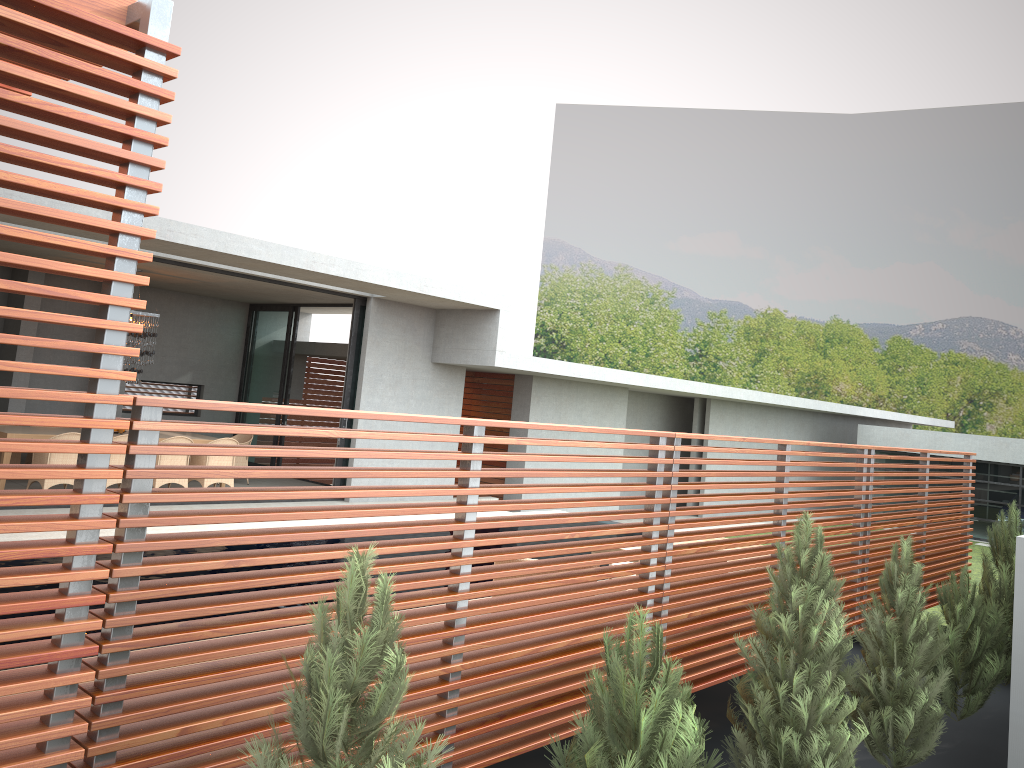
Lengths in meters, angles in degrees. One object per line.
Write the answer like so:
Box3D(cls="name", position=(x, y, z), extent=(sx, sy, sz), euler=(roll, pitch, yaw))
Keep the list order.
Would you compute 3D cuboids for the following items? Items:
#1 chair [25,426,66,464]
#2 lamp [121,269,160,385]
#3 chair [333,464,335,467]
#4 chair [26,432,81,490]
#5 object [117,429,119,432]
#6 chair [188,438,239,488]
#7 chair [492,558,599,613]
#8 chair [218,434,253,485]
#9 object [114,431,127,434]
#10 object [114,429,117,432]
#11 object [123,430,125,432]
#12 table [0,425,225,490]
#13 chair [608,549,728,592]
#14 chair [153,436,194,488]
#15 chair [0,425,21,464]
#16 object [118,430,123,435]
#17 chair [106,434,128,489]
Box3D(cls="chair", position=(-7.090, 0.959, 13.572), extent=(0.630, 0.870, 0.612), euler=(2, -5, 42))
Box3D(cls="lamp", position=(-5.837, -0.875, 13.493), extent=(0.618, 1.769, 0.614), euler=(1, -7, 42))
Box3D(cls="chair", position=(-3.443, 1.984, 18.404), extent=(0.617, 0.870, 0.626), euler=(6, -4, -3))
Box3D(cls="chair", position=(-5.931, 1.037, 11.581), extent=(0.630, 0.870, 0.612), euler=(2, -5, 42))
Box3D(cls="object", position=(-5.842, 0.687, 13.182), extent=(0.087, 0.088, 0.086), euler=(3, -4, 32))
Box3D(cls="chair", position=(-4.467, 1.205, 13.219), extent=(0.630, 0.870, 0.612), euler=(2, -5, 42))
Box3D(cls="chair", position=(0.224, 1.598, 6.954), extent=(0.700, 0.832, 2.281), euler=(5, -2, 2))
Box3D(cls="chair", position=(-4.685, 1.209, 14.677), extent=(0.618, 0.870, 0.625), euler=(2, -5, 42))
Box3D(cls="object", position=(-5.926, 0.718, 13.212), extent=(0.310, 0.034, 0.308), euler=(5, -1, 10))
Box3D(cls="object", position=(-5.905, 0.684, 13.127), extent=(0.081, 0.082, 0.080), euler=(7, -4, -19))
Box3D(cls="object", position=(-5.862, 0.684, 13.272), extent=(0.094, 0.095, 0.093), euler=(4, -4, 31))
Box3D(cls="table", position=(-6.018, 1.107, 13.115), extent=(1.281, 0.762, 3.234), euler=(4, -2, 42))
Box3D(cls="chair", position=(1.370, 1.728, 8.163), extent=(0.700, 0.832, 2.282), euler=(5, -2, 1))
Box3D(cls="chair", position=(-4.955, 1.149, 12.673), extent=(0.630, 0.870, 0.612), euler=(2, -5, 42))
Box3D(cls="chair", position=(-7.578, 0.902, 13.026), extent=(0.630, 0.870, 0.612), euler=(2, -5, 42))
Box3D(cls="object", position=(-6.051, 0.526, 13.085), extent=(0.538, 0.389, 0.324), euler=(7, -4, -32))
Box3D(cls="chair", position=(-5.443, 1.093, 12.127), extent=(0.630, 0.870, 0.612), euler=(2, -5, 42))
